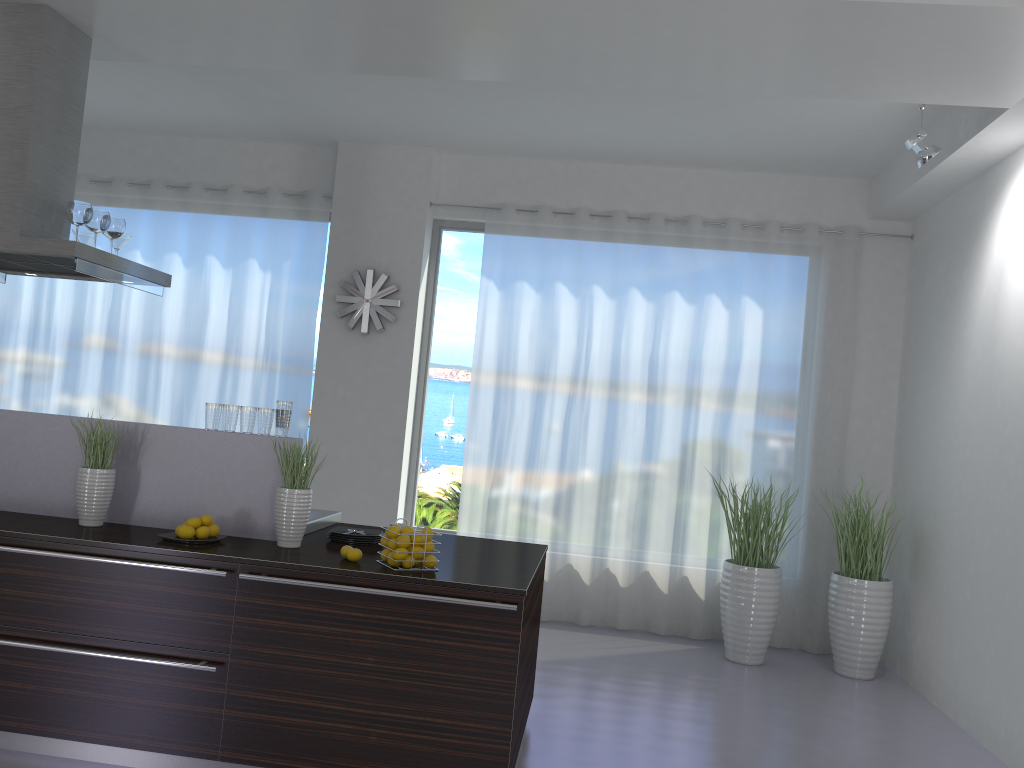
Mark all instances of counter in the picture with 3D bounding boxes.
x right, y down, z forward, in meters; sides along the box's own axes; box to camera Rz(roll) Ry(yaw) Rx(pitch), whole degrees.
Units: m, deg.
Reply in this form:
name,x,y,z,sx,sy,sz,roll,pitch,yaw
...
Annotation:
name,x,y,z,sx,sy,sz,roll,pitch,yaw
counter,-1.529,0.845,4.053,3.291,1.300,1.302,5,-2,6

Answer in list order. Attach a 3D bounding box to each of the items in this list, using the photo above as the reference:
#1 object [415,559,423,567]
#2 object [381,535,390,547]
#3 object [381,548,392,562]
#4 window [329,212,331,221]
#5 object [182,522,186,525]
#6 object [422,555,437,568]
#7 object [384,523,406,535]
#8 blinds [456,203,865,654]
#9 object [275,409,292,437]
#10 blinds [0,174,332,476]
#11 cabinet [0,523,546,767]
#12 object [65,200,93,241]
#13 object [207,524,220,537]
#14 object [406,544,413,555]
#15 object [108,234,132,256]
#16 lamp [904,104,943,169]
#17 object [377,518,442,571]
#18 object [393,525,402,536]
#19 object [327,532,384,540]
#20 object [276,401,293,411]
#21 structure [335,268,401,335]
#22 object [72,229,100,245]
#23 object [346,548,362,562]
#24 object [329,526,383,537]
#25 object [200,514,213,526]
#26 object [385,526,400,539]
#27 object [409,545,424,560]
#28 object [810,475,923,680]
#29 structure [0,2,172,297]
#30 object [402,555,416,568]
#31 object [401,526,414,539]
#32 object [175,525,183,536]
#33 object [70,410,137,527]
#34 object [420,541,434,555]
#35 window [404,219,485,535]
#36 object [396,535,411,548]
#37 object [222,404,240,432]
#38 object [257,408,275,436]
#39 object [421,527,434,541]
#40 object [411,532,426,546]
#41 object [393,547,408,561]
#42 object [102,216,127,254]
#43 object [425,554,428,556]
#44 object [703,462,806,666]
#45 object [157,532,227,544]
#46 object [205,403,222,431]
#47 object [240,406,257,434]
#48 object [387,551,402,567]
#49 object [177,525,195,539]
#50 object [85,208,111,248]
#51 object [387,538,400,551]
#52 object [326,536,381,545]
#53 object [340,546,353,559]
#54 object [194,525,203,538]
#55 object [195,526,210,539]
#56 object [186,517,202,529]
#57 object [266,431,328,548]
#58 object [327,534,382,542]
name,x,y,z,sx,sy,sz,roll,pitch,yaw
object,-0.372,0.697,3.521,0.061,0.055,0.050,7,-3,-38
object,-0.496,0.630,3.539,0.053,0.051,0.063,6,-3,-25
object,-0.491,0.677,3.520,0.060,0.057,0.052,5,-2,8
window,-2.963,-0.259,7.271,3.000,2.500,0.100,5,-2,6
object,-1.356,0.604,3.706,0.052,0.054,0.061,7,-3,-37
object,-0.324,0.698,3.485,0.062,0.052,0.053,8,-3,-44
object,-0.552,0.708,4.267,0.153,0.069,0.153,3,-3,40
blinds,1.062,0.276,6.605,2.830,3.112,0.120,5,-2,6
object,-1.011,0.174,3.907,0.071,0.119,0.072,8,-3,-44
blinds,-3.164,-0.099,7.058,3.245,3.112,0.120,5,-2,6
cabinet,-1.553,1.067,4.033,3.285,0.852,1.377,5,-2,6
object,-2.099,-0.767,4.286,0.125,0.221,0.125,4,-3,31
object,-1.247,0.610,3.690,0.063,0.053,0.051,8,-3,-44
object,-0.393,0.652,3.480,0.051,0.053,0.062,5,-2,14
object,-2.147,-0.726,4.818,0.137,0.174,0.137,7,-3,-29
lamp,2.184,-1.390,4.684,0.185,0.511,0.150,5,-2,6
object,-0.407,0.633,3.515,0.189,0.174,0.207,7,-3,-29
object,-0.469,0.594,3.557,0.052,0.060,0.057,6,-2,-6
object,-0.709,0.687,4.033,0.232,0.020,0.232,5,-2,10
object,-1.007,0.135,3.909,0.071,0.119,0.072,8,-3,-44
structure,-1.098,-0.631,6.759,0.505,0.505,0.076,5,-2,6
object,-2.335,-0.742,4.838,0.137,0.174,0.137,7,-3,-29
object,-0.623,0.675,3.501,0.063,0.051,0.053,5,-2,10
object,-0.863,0.603,4.133,0.646,0.147,0.269,4,-3,31
object,-1.271,0.566,3.685,0.053,0.048,0.063,7,-3,-28
object,-0.471,0.587,3.505,0.053,0.051,0.063,7,-3,-36
object,-0.371,0.657,3.459,0.061,0.055,0.051,6,-2,-15
object,2.265,1.261,5.921,0.656,1.334,0.713,6,-2,-9
structure,-2.392,-1.159,4.592,0.981,1.231,0.915,5,-2,6
object,-0.401,0.689,3.446,0.051,0.053,0.063,5,-2,14
object,-0.413,0.590,3.518,0.051,0.053,0.063,5,-2,8
object,-1.354,0.606,3.650,0.063,0.051,0.053,5,-2,10
object,-1.785,0.352,3.776,0.269,0.502,0.247,5,-2,6
object,-0.336,0.647,3.507,0.061,0.054,0.053,7,-3,-38
window,0.751,0.071,6.873,3.000,2.500,0.100,5,-2,6
object,-0.423,0.613,3.450,0.061,0.052,0.053,4,-3,19
object,-1.251,0.152,3.933,0.071,0.119,0.072,8,-3,-44
object,-1.091,0.167,3.916,0.071,0.119,0.072,8,-3,-44
object,-0.338,0.599,3.528,0.050,0.060,0.059,5,-2,6
object,-0.366,0.607,3.467,0.051,0.053,0.063,5,-3,19
object,-0.430,0.657,3.422,0.061,0.054,0.052,6,-3,-17
object,-2.069,-0.752,4.588,0.125,0.221,0.125,4,-3,31
object,-0.367,0.676,3.564,0.052,0.053,0.062,3,-3,43
object,1.608,1.201,5.959,0.713,1.334,0.656,5,-2,6
object,-1.317,0.633,3.650,0.232,0.020,0.232,5,-2,15
object,-1.331,0.145,3.941,0.072,0.119,0.071,7,-3,-34
object,-1.171,0.160,3.924,0.071,0.119,0.072,8,-3,-44
object,-0.452,0.684,3.473,0.064,0.063,0.074,4,-3,27
object,-1.322,0.602,3.600,0.070,0.058,0.060,5,-2,5
object,-2.084,-0.759,4.442,0.125,0.221,0.125,4,-3,31
object,-0.460,0.633,3.489,0.062,0.053,0.052,6,-3,-22
object,-0.710,0.707,4.032,0.232,0.020,0.232,5,-2,15
object,-0.659,0.674,3.554,0.053,0.051,0.063,6,-3,-25
object,-1.300,0.609,3.686,0.057,0.060,0.071,5,-2,8
object,-1.269,0.610,3.637,0.061,0.054,0.052,6,-3,-17
object,-1.308,0.572,3.647,0.061,0.047,0.053,5,-2,9
object,-0.902,0.431,3.707,0.269,0.502,0.247,7,-3,-41
object,-0.709,0.697,4.032,0.232,0.020,0.232,5,-2,15
